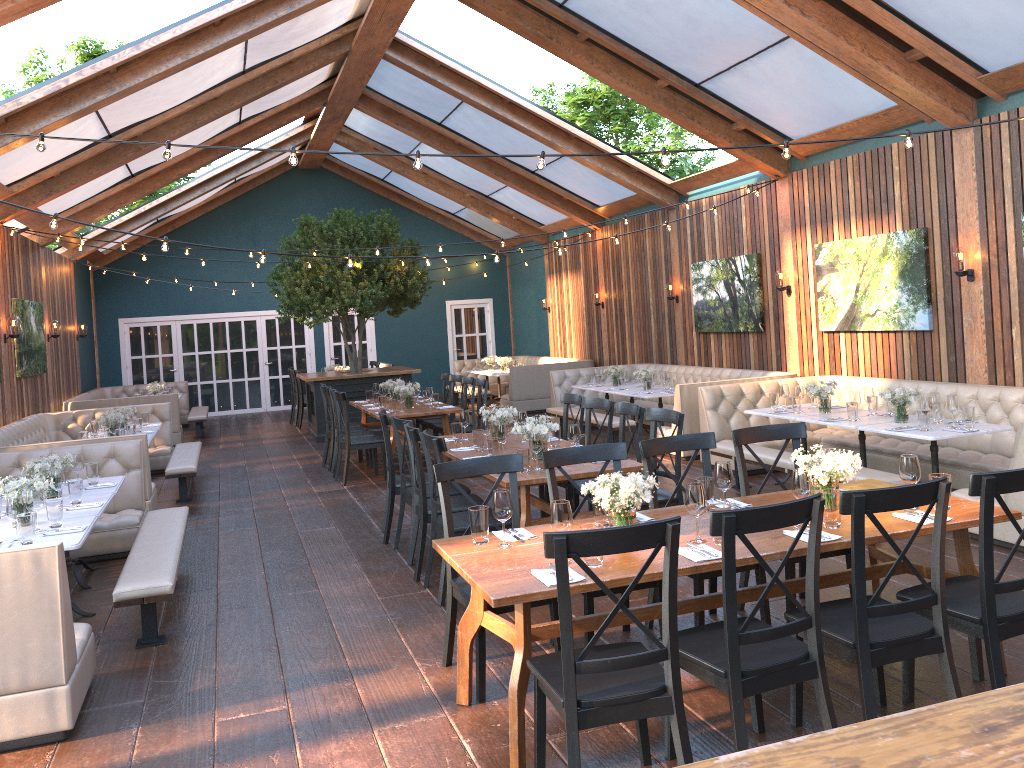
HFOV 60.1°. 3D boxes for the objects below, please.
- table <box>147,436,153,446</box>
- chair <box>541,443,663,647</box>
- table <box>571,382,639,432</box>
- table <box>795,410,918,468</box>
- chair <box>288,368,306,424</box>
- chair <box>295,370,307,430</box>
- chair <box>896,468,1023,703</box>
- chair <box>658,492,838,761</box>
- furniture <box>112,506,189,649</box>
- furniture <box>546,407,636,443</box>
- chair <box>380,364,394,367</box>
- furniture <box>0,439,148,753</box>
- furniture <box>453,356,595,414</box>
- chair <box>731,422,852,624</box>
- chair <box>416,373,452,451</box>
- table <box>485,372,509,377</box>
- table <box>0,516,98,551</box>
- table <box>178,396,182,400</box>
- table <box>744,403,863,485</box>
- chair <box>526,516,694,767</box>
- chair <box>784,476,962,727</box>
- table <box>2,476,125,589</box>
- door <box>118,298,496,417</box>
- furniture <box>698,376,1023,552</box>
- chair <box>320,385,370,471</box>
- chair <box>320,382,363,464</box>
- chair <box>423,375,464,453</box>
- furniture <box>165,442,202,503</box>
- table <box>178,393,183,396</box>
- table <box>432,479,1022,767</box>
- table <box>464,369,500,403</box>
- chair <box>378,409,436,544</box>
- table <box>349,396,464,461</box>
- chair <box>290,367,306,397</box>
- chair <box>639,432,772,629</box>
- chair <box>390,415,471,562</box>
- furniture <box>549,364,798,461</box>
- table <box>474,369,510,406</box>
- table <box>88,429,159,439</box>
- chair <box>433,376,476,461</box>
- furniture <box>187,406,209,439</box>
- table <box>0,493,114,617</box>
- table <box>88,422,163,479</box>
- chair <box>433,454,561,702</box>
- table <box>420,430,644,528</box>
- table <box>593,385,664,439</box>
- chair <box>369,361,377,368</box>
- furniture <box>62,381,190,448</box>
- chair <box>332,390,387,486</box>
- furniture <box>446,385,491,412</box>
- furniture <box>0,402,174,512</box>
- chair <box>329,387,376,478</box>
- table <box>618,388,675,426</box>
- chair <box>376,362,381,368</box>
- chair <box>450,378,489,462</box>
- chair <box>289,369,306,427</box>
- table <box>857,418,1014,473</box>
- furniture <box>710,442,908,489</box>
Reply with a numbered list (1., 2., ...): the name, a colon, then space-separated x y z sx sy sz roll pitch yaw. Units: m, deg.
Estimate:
1. table: -4.158 0.954 9.189 0.800 0.671 0.799 -4 3 -19
2. chair: 0.464 0.846 4.453 0.478 1.019 0.539 -4 1 -18
3. table: 1.378 0.348 12.722 0.800 0.671 0.799 -4 3 -19
4. table: 3.037 0.623 7.651 0.799 0.671 0.799 -4 3 -18
5. chair: -3.987 0.202 16.814 0.540 1.019 0.477 -4 1 -13
6. chair: -3.579 0.254 15.769 0.540 1.019 0.477 -4 1 -18
7. chair: 1.918 0.820 3.603 0.478 1.019 0.539 -4 1 -23
8. chair: 0.855 0.911 3.254 0.478 1.019 0.539 -4 1 -23
9. furniture: -2.344 1.225 5.885 0.313 0.398 2.331 -4 4 -18
10. furniture: 1.003 0.581 11.738 0.313 0.398 2.331 -4 4 -18
11. chair: -2.421 0.156 16.131 0.541 1.019 0.477 -4 1 -35
12. furniture: -3.378 1.084 5.537 1.711 0.858 4.161 -5 4 -18
13. furniture: 0.166 -0.050 17.822 1.711 0.858 4.161 -5 4 -18
14. chair: 1.526 0.755 4.801 0.478 1.019 0.539 -4 1 -18
15. chair: -1.030 0.381 11.941 0.540 1.019 0.477 -4 1 -18
16. table: 0.001 0.120 16.933 0.800 0.671 0.799 -4 3 -19
17. table: -2.753 1.187 4.894 0.800 0.671 0.799 -4 3 -19
18. table: -6.296 0.600 15.727 0.799 0.671 0.799 -4 3 -18
19. table: 2.783 0.581 8.427 0.800 0.671 0.799 -4 3 -19
20. chair: 0.324 0.957 3.080 0.478 1.019 0.540 -4 1 -13
21. chair: 1.387 0.865 3.429 0.478 1.019 0.539 -4 1 -18
22. table: -3.260 1.103 6.445 0.800 0.671 0.799 -4 3 -19
23. door: -4.289 -0.597 19.792 8.183 2.209 0.174 -5 1 -18
24. furniture: 3.449 0.494 7.782 1.711 0.858 4.161 -5 4 -18
25. chair: -2.091 0.517 11.004 0.540 1.019 0.477 -4 1 -23
26. chair: -2.230 0.485 11.547 0.540 1.019 0.477 -4 1 -13
27. chair: -0.855 0.410 11.408 0.540 1.019 0.477 -4 1 -23
28. furniture: -3.749 0.992 10.180 0.313 0.398 2.331 -4 4 -18
29. table: -6.549 0.558 16.503 0.800 0.671 0.799 -4 3 -19
30. table: 0.958 0.998 3.955 2.434 0.729 0.951 -5 3 -18
31. table: -0.506 0.036 18.484 0.800 0.671 0.799 -4 3 -19
32. chair: -0.821 0.719 7.228 0.540 1.019 0.477 -4 1 -10
33. table: -1.348 0.622 10.925 0.951 0.729 2.433 -4 4 -18
34. chair: -4.086 0.167 17.371 0.540 1.019 0.477 -4 1 -13
35. chair: 0.995 0.800 4.627 0.478 1.019 0.539 -4 1 -23
36. chair: -0.618 0.746 6.698 0.540 1.019 0.477 -4 1 -21
37. furniture: 2.043 0.261 12.081 1.711 0.858 4.161 -5 4 -18
38. table: -0.252 0.078 17.708 0.799 0.671 0.799 -4 3 -18
39. table: -4.411 0.912 9.965 0.799 0.671 0.799 -4 3 -18
40. chair: -0.681 0.439 10.876 0.540 1.019 0.477 -4 1 -18
41. furniture: -5.637 0.679 15.952 0.313 0.398 2.331 -4 4 -18
42. table: -3.006 1.145 5.670 0.799 0.671 0.799 -4 3 -18
43. table: -4.665 0.870 10.741 0.800 0.671 0.799 -4 3 -19
44. chair: -0.068 0.892 4.279 0.478 1.019 0.539 -4 1 -23
45. table: 0.055 0.855 6.638 0.951 0.729 2.433 -4 4 -18
46. table: 1.632 0.391 11.946 0.799 0.671 0.799 -4 3 -18
47. chair: -2.929 0.067 17.750 0.540 1.019 0.477 -4 1 -23
48. furniture: -6.667 0.539 15.596 1.711 0.858 4.161 -5 4 -18
49. chair: -1.719 0.573 9.947 0.540 1.019 0.477 -4 1 -23
50. furniture: -0.884 0.269 17.511 0.313 0.398 2.331 -4 4 -18
51. furniture: -4.787 0.850 9.846 1.711 0.858 4.161 -5 4 -18
52. chair: -1.893 0.544 10.479 0.540 1.019 0.477 -4 1 -15
53. table: 1.886 0.433 11.171 0.800 0.671 0.799 -4 3 -19
54. chair: -2.755 0.095 17.219 0.540 1.019 0.477 -4 1 -13
55. chair: -0.507 0.468 10.344 0.540 1.019 0.477 -4 1 -13
56. chair: -3.799 0.230 16.287 0.540 1.019 0.477 -4 1 -23
57. table: 3.290 0.665 6.875 0.800 0.671 0.799 -4 3 -19
58. furniture: 2.408 0.814 7.443 0.313 0.398 2.331 -4 4 -18
